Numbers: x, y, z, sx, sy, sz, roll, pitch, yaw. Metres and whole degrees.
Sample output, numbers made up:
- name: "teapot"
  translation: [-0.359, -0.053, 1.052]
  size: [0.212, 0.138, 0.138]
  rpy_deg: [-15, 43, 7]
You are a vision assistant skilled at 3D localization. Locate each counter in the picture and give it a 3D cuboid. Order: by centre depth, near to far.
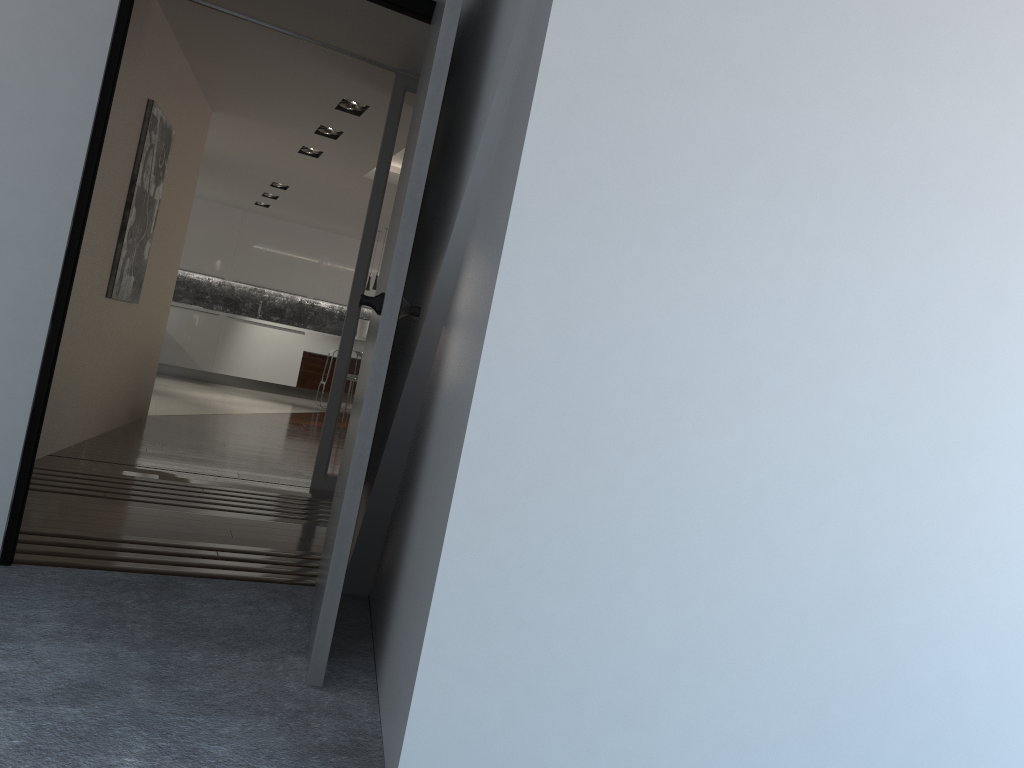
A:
- name: "counter"
  translation: [-3.547, -0.881, 11.797]
  size: [4.197, 0.041, 2.581]
  rpy_deg: [11, 0, -25]

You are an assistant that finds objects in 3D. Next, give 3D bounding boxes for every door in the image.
- name: "door"
  translation: [-0.712, -0.366, 2.500]
  size: [1.042, 2.095, 0.938]
  rpy_deg: [12, -1, -24]

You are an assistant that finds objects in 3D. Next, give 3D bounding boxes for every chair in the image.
- name: "chair"
  translation: [-2.351, -0.053, 11.929]
  size: [0.448, 0.801, 0.403]
  rpy_deg: [12, -1, -24]

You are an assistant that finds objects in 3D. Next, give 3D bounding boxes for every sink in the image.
- name: "sink"
  translation: [-3.538, -0.926, 12.851]
  size: [1.201, 0.521, 0.488]
  rpy_deg: [11, -1, -25]

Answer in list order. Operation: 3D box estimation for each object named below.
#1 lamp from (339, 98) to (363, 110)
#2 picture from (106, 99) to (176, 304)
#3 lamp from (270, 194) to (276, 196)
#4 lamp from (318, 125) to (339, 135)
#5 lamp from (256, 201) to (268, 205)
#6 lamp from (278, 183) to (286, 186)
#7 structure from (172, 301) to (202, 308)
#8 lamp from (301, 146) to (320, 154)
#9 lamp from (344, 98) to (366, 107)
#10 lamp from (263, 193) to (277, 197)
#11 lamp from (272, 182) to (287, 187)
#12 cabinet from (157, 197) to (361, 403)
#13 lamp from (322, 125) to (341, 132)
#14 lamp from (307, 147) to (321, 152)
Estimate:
- name: "lamp"
  translation: [-1.146, -1.988, 6.250]
  size: [0.185, 0.077, 0.169]
  rpy_deg: [11, 0, -29]
- name: "picture"
  translation: [-2.263, -1.080, 5.400]
  size: [0.029, 1.166, 0.732]
  rpy_deg: [12, -1, -12]
- name: "lamp"
  translation: [-2.945, -2.356, 10.781]
  size: [0.184, 0.077, 0.169]
  rpy_deg: [11, 0, -24]
- name: "lamp"
  translation: [-1.486, -2.058, 7.106]
  size: [0.185, 0.077, 0.169]
  rpy_deg: [11, 0, -29]
- name: "lamp"
  translation: [-3.350, -2.439, 11.802]
  size: [0.168, 0.077, 0.186]
  rpy_deg: [11, 0, 37]
- name: "lamp"
  translation: [-2.601, -2.286, 9.919]
  size: [0.184, 0.077, 0.169]
  rpy_deg: [11, 0, -24]
- name: "structure"
  translation: [-4.661, -1.130, 12.296]
  size: [0.649, 0.011, 0.543]
  rpy_deg: [11, 0, -24]
- name: "lamp"
  translation: [-1.830, -2.128, 7.971]
  size: [0.169, 0.077, 0.185]
  rpy_deg: [11, 0, 31]
- name: "lamp"
  translation: [-1.082, -1.975, 6.090]
  size: [0.183, 0.077, 0.171]
  rpy_deg: [11, 0, -18]
- name: "lamp"
  translation: [-3.009, -2.369, 10.941]
  size: [0.186, 0.077, 0.167]
  rpy_deg: [11, 0, -41]
- name: "lamp"
  translation: [-2.665, -2.299, 10.079]
  size: [0.186, 0.077, 0.167]
  rpy_deg: [11, 0, -41]
- name: "cabinet"
  translation: [-1.854, -0.821, 11.681]
  size: [7.208, 2.502, 4.263]
  rpy_deg: [11, 0, -25]
- name: "lamp"
  translation: [-1.422, -2.045, 6.945]
  size: [0.183, 0.077, 0.171]
  rpy_deg: [11, 0, -18]
- name: "lamp"
  translation: [-1.766, -2.115, 7.811]
  size: [0.183, 0.077, 0.171]
  rpy_deg: [11, 0, -18]
